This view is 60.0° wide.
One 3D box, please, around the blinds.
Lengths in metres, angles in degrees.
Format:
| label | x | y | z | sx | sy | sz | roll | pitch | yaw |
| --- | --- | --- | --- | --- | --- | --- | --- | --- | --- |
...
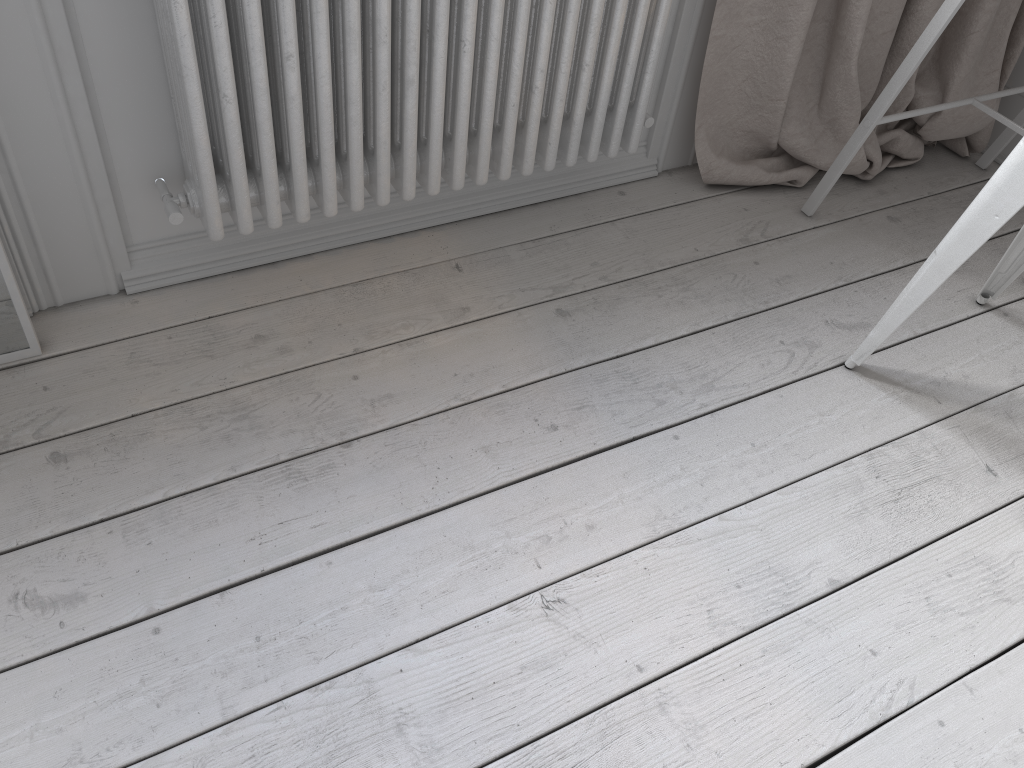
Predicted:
| label | x | y | z | sx | sy | sz | roll | pitch | yaw |
| --- | --- | --- | --- | --- | --- | --- | --- | --- | --- |
| blinds | 0.863 | -1.417 | 1.089 | 0.831 | 2.675 | 0.225 | -17 | 51 | -23 |

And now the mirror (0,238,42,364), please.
| label | x | y | z | sx | sy | sz | roll | pitch | yaw |
| --- | --- | --- | --- | --- | --- | --- | --- | --- | --- |
| mirror | -0.991 | -0.540 | 0.763 | 0.669 | 1.551 | 0.145 | -17 | 51 | -23 |

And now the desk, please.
| label | x | y | z | sx | sy | sz | roll | pitch | yaw |
| --- | --- | --- | --- | --- | --- | --- | --- | --- | --- |
| desk | 1.186 | -0.338 | 1.418 | 0.641 | 0.775 | 1.164 | -17 | 51 | -23 |

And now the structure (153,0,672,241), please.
| label | x | y | z | sx | sy | sz | roll | pitch | yaw |
| --- | --- | --- | --- | --- | --- | --- | --- | --- | --- |
| structure | -0.136 | -0.616 | 1.429 | 0.936 | 0.599 | 0.216 | -18 | 51 | -23 |

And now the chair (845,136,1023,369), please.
| label | x | y | z | sx | sy | sz | roll | pitch | yaw |
| --- | --- | --- | --- | --- | --- | --- | --- | --- | --- |
| chair | 0.896 | -0.157 | 1.370 | 0.409 | 0.526 | 0.408 | -22 | 52 | -26 |
